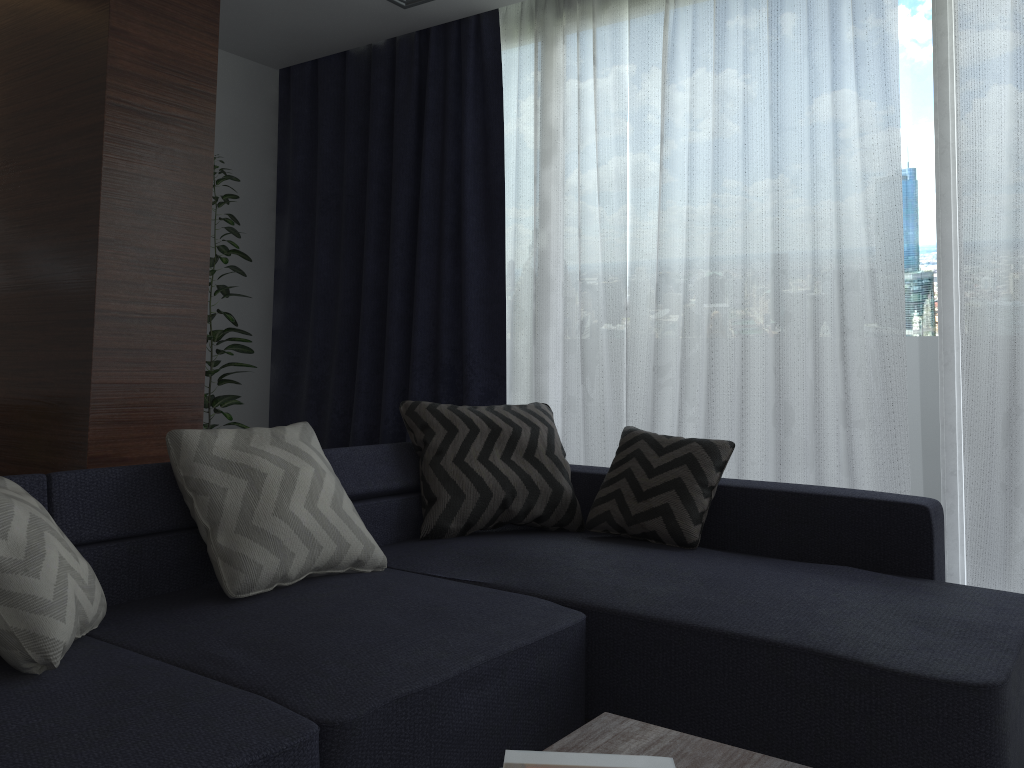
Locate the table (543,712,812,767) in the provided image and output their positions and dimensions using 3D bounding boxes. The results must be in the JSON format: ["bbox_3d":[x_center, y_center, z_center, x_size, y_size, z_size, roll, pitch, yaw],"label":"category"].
[{"bbox_3d":[0.231,0.669,0.768,0.805,0.354,0.798,1,0,35],"label":"table"}]

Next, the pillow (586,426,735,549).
[{"bbox_3d":[0.470,0.323,2.848,0.414,0.346,0.285,0,-2,40],"label":"pillow"}]

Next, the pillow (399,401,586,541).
[{"bbox_3d":[-0.069,0.322,3.037,0.597,0.521,0.354,1,-3,-24],"label":"pillow"}]

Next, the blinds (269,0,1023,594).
[{"bbox_3d":[-0.104,-0.549,0.928,7.131,2.786,5.784,1,0,39],"label":"blinds"}]

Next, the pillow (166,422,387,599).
[{"bbox_3d":[-0.606,0.307,2.283,0.342,0.390,0.493,-1,-2,35],"label":"pillow"}]

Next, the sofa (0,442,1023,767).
[{"bbox_3d":[-0.129,0.520,1.806,1.898,0.611,2.865,1,1,35],"label":"sofa"}]

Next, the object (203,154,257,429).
[{"bbox_3d":[-1.392,-0.153,4.067,0.503,1.855,0.480,1,-4,4],"label":"object"}]

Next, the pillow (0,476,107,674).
[{"bbox_3d":[-0.950,0.341,1.690,0.280,0.353,0.417,1,-1,-12],"label":"pillow"}]
